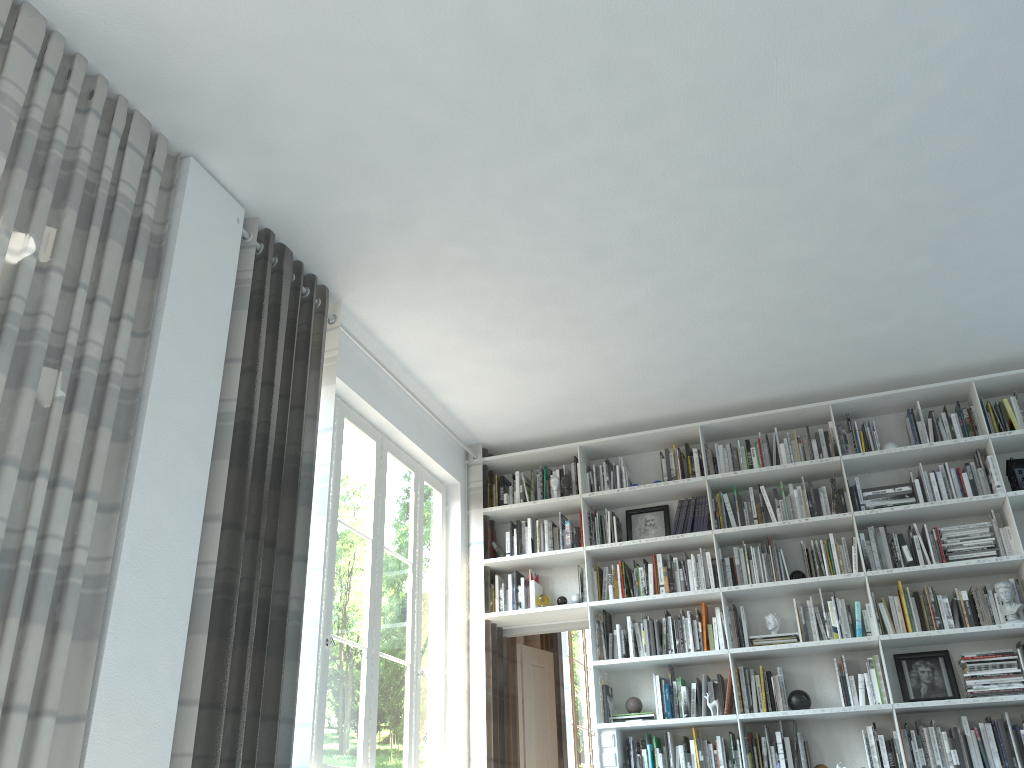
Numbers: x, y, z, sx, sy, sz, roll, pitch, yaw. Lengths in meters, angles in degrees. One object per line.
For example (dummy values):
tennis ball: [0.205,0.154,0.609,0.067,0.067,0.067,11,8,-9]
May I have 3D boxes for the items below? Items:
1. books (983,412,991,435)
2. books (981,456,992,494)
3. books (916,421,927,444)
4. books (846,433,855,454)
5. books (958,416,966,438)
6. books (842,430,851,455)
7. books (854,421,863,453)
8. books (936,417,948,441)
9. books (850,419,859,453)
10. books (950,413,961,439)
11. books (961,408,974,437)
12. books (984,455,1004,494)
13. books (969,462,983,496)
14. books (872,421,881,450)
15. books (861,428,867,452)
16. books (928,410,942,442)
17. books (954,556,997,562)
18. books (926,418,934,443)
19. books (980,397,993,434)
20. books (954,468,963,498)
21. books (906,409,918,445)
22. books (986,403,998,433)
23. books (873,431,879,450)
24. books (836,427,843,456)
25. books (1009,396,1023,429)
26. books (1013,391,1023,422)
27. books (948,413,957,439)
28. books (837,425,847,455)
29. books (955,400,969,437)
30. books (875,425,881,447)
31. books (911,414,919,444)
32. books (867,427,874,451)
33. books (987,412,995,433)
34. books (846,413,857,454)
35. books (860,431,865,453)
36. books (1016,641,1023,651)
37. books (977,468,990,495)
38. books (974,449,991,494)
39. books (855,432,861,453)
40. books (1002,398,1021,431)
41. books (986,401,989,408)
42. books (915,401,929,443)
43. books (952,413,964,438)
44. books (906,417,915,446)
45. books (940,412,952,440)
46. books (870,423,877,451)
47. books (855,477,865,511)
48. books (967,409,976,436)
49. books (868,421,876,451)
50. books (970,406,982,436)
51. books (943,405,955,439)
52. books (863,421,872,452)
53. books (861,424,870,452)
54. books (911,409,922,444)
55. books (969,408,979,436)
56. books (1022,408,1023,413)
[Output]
books: [2.942,0.297,5.504,0.016,0.203,0.144,-10,-28,17]
books: [2.877,0.596,5.385,0.010,0.298,0.134,-10,-28,17]
books: [2.592,0.360,5.610,0.031,0.207,0.147,-10,-28,17]
books: [2.190,0.435,5.716,0.026,0.193,0.167,-10,-28,17]
books: [2.817,0.321,5.542,0.014,0.203,0.135,-10,-28,17]
books: [2.170,0.430,5.741,0.023,0.226,0.157,-10,-28,17]
books: [2.237,0.391,5.710,0.011,0.263,0.164,-10,-28,17]
books: [2.698,0.334,5.558,0.033,0.202,0.167,-10,-28,17]
books: [2.221,0.387,5.736,0.010,0.295,0.154,-10,-28,17]
books: [2.762,0.314,5.523,0.023,0.201,0.194,-10,-28,17]
books: [2.842,0.292,5.530,0.028,0.242,0.161,-10,-28,17]
books: [2.873,0.585,5.295,0.037,0.236,0.273,-10,-28,17]
books: [2.816,0.619,5.384,0.029,0.260,0.133,-10,-28,17]
books: [2.343,0.380,5.684,0.011,0.255,0.144,-10,-28,17]
books: [2.278,0.414,5.721,0.006,0.232,0.136,-10,-28,17]
books: [2.675,0.318,5.598,0.028,0.268,0.140,-10,-28,17]
books: [2.705,1.055,5.210,0.254,0.012,0.161,-12,-29,19]
books: [2.633,0.343,5.581,0.050,0.210,0.173,-10,-28,17]
books: [2.945,0.246,5.506,0.007,0.296,0.182,-10,-28,17]
books: [2.723,0.650,5.415,0.011,0.237,0.140,-10,-28,17]
books: [2.543,0.322,5.625,0.014,0.291,0.176,-10,-28,17]
books: [2.961,0.260,5.471,0.007,0.238,0.192,-10,-28,17]
books: [2.337,0.415,5.677,0.010,0.186,0.153,-10,-28,17]
books: [2.130,0.426,5.760,0.012,0.253,0.161,-10,-28,17]
books: [3.111,0.232,5.462,0.030,0.273,0.152,-10,-28,17]
books: [3.124,0.210,5.447,0.010,0.296,0.168,-10,-28,17]
books: [2.751,0.318,5.546,0.012,0.216,0.180,-10,-28,17]
books: [2.141,0.415,5.738,0.026,0.252,0.186,-10,-28,17]
books: [2.825,0.270,5.556,0.012,0.306,0.138,-10,-28,17]
books: [2.357,0.396,5.694,0.004,0.234,0.138,-10,-28,17]
books: [2.560,0.339,5.629,0.011,0.265,0.130,-10,-28,17]
books: [2.305,0.403,5.688,0.016,0.218,0.144,-10,-28,17]
books: [2.960,0.294,5.485,0.015,0.191,0.160,-10,-28,17]
books: [2.211,0.372,5.754,0.014,0.339,0.145,-10,-28,17]
books: [2.258,0.424,5.700,0.023,0.194,0.173,-10,-28,17]
books: [2.847,1.589,4.913,0.011,0.297,0.131,-10,-28,17]
books: [2.840,0.634,5.350,0.029,0.201,0.192,-10,-28,17]
books: [2.860,0.575,5.381,0.012,0.332,0.156,-10,-28,17]
books: [2.236,0.431,5.723,0.011,0.204,0.146,-10,-28,17]
books: [3.065,0.239,5.452,0.054,0.253,0.191,-10,-28,17]
books: [2.972,0.256,5.486,0.006,0.258,0.166,-10,-28,17]
books: [2.602,0.293,5.613,0.010,0.330,0.187,-10,-28,17]
books: [2.799,0.314,5.560,0.026,0.232,0.137,-10,-28,17]
books: [2.538,0.353,5.632,0.012,0.244,0.151,-10,-28,17]
books: [2.726,0.316,5.562,0.023,0.235,0.154,-10,-28,17]
books: [2.329,0.394,5.703,0.013,0.248,0.148,-10,-28,17]
books: [2.183,0.732,5.554,0.021,0.248,0.192,-10,-28,17]
books: [2.865,0.292,5.532,0.014,0.243,0.145,-10,-28,17]
books: [2.314,0.384,5.691,0.005,0.254,0.169,-10,-28,17]
books: [2.894,0.280,5.524,0.022,0.256,0.137,-10,-28,17]
books: [2.736,0.292,5.552,0.010,0.269,0.180,-10,-28,17]
books: [2.293,0.387,5.705,0.013,0.263,0.147,-10,-28,17]
books: [2.283,0.400,5.711,0.014,0.247,0.140,-10,-28,17]
books: [2.567,0.320,5.625,0.011,0.294,0.158,-10,-28,17]
books: [2.876,0.288,5.520,0.014,0.237,0.153,-10,-28,17]
books: [3.140,0.258,5.413,0.022,0.179,0.173,-10,-28,17]
